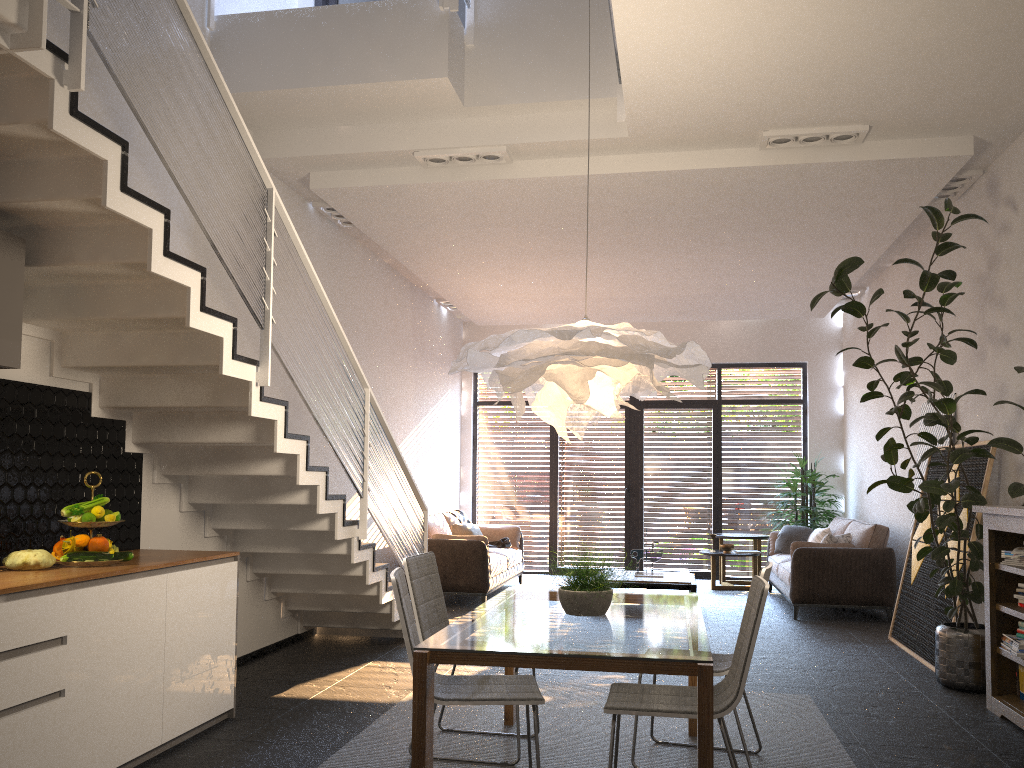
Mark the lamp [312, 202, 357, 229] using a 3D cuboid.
[{"bbox_3d":[-1.451,-1.451,7.532,0.253,0.066,0.648,-1,-6,10],"label":"lamp"}]

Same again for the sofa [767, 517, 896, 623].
[{"bbox_3d":[3.330,1.900,9.437,0.993,0.916,2.331,0,-6,10],"label":"sofa"}]

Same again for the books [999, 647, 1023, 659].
[{"bbox_3d":[2.830,1.469,4.826,0.218,0.008,0.306,-1,-6,10],"label":"books"}]

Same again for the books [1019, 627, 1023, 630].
[{"bbox_3d":[2.914,1.337,4.789,0.192,0.014,0.256,1,-6,-2],"label":"books"}]

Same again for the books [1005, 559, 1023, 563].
[{"bbox_3d":[2.923,0.973,4.836,0.253,0.011,0.319,3,-7,-23],"label":"books"}]

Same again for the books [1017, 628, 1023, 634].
[{"bbox_3d":[2.898,1.357,4.797,0.175,0.023,0.250,1,-6,-4],"label":"books"}]

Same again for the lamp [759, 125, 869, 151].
[{"bbox_3d":[1.950,-1.613,5.752,0.645,0.066,0.254,-1,-6,10],"label":"lamp"}]

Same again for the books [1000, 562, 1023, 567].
[{"bbox_3d":[2.912,0.997,4.862,0.253,0.011,0.320,2,-7,-16],"label":"books"}]

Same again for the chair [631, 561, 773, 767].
[{"bbox_3d":[0.888,1.283,4.080,0.601,0.916,0.476,-1,-4,20],"label":"chair"}]

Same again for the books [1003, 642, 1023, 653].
[{"bbox_3d":[2.835,1.442,4.827,0.218,0.008,0.289,-1,-7,16],"label":"books"}]

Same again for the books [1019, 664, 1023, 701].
[{"bbox_3d":[2.944,1.654,4.953,0.171,0.234,0.101,0,-4,10],"label":"books"}]

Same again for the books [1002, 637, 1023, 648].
[{"bbox_3d":[2.832,1.411,4.822,0.218,0.008,0.306,-1,-6,14],"label":"books"}]

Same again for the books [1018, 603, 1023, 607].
[{"bbox_3d":[2.933,1.226,4.873,0.158,0.021,0.225,1,-6,-5],"label":"books"}]

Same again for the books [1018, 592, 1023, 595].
[{"bbox_3d":[2.928,1.165,4.892,0.162,0.023,0.232,-1,-6,11],"label":"books"}]

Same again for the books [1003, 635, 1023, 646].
[{"bbox_3d":[2.836,1.403,4.821,0.218,0.008,0.306,-1,-7,15],"label":"books"}]

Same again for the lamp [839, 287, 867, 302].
[{"bbox_3d":[3.983,-1.073,10.455,0.253,0.066,0.648,-1,-6,10],"label":"lamp"}]

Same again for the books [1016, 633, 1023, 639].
[{"bbox_3d":[2.898,1.380,4.795,0.175,0.023,0.250,2,-6,-9],"label":"books"}]

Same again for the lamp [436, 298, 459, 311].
[{"bbox_3d":[-0.767,-1.026,11.314,0.253,0.066,0.648,-1,-6,10],"label":"lamp"}]

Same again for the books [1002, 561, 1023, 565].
[{"bbox_3d":[2.917,0.985,4.852,0.253,0.011,0.319,3,-7,-20],"label":"books"}]

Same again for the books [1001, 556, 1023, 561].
[{"bbox_3d":[2.921,0.967,4.881,0.252,0.011,0.320,1,-6,-8],"label":"books"}]

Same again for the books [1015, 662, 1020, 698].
[{"bbox_3d":[2.956,1.657,5.021,0.171,0.240,0.085,0,-4,10],"label":"books"}]

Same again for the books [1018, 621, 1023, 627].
[{"bbox_3d":[2.916,1.316,4.791,0.193,0.028,0.246,2,-6,-10],"label":"books"}]

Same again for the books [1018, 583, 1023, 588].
[{"bbox_3d":[2.929,1.120,4.881,0.155,0.020,0.206,1,-6,-5],"label":"books"}]

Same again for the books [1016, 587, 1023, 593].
[{"bbox_3d":[2.926,1.142,4.886,0.147,0.023,0.221,6,-8,-38],"label":"books"}]

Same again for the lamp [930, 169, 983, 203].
[{"bbox_3d":[3.300,-1.497,6.673,0.253,0.066,0.648,-1,-6,10],"label":"lamp"}]

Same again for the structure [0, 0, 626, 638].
[{"bbox_3d":[-0.289,-2.537,3.118,4.234,8.280,8.494,0,-5,10],"label":"structure"}]

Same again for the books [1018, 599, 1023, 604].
[{"bbox_3d":[2.928,1.205,4.876,0.155,0.022,0.206,2,-6,-10],"label":"books"}]

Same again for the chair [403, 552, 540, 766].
[{"bbox_3d":[-0.195,1.295,4.289,0.601,0.916,0.477,0,-4,13],"label":"chair"}]

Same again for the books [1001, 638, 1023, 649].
[{"bbox_3d":[2.829,1.418,4.822,0.218,0.008,0.306,-1,-6,14],"label":"books"}]

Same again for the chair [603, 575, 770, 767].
[{"bbox_3d":[0.665,1.203,3.375,0.601,0.916,0.477,0,-4,11],"label":"chair"}]

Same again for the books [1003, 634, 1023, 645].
[{"bbox_3d":[2.835,1.394,4.820,0.219,0.013,0.306,-1,-7,15],"label":"books"}]

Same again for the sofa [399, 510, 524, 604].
[{"bbox_3d":[-0.519,1.937,10.133,0.993,0.916,2.331,0,-6,10],"label":"sofa"}]

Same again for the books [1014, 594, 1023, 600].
[{"bbox_3d":[2.928,1.185,4.882,0.174,0.019,0.245,1,-6,-5],"label":"books"}]

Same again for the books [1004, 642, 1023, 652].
[{"bbox_3d":[2.836,1.436,4.827,0.218,0.008,0.289,-1,-7,16],"label":"books"}]

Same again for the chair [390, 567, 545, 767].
[{"bbox_3d":[-0.188,1.211,3.529,0.601,0.916,0.477,1,-4,-4],"label":"chair"}]

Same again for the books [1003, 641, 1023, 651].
[{"bbox_3d":[2.834,1.429,4.819,0.218,0.006,0.306,-1,-7,15],"label":"books"}]

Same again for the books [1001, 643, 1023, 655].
[{"bbox_3d":[2.829,1.447,4.829,0.219,0.013,0.306,-1,-7,15],"label":"books"}]

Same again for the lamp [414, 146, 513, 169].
[{"bbox_3d":[-0.334,-1.590,6.165,0.645,0.066,0.254,-1,-6,10],"label":"lamp"}]

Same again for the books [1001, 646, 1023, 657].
[{"bbox_3d":[2.830,1.463,4.828,0.218,0.007,0.306,-1,-7,15],"label":"books"}]

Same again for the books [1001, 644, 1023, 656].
[{"bbox_3d":[2.830,1.455,4.827,0.218,0.008,0.306,-1,-7,15],"label":"books"}]

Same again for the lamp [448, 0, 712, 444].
[{"bbox_3d":[0.347,-2.324,4.009,1.118,5.195,1.065,-1,-4,21],"label":"lamp"}]

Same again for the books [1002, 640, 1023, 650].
[{"bbox_3d":[2.832,1.425,4.824,0.218,0.008,0.289,-1,-6,14],"label":"books"}]
